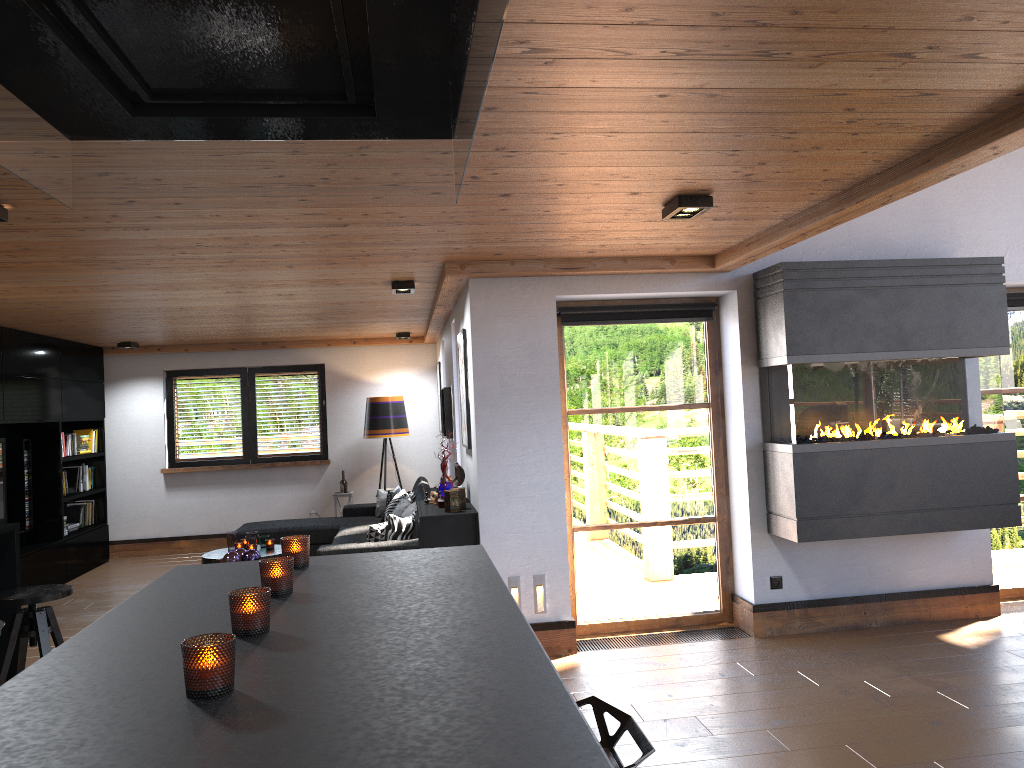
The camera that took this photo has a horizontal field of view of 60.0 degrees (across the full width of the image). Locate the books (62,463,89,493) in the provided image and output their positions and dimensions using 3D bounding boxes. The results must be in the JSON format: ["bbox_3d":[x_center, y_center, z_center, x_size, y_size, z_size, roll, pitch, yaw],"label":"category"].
[{"bbox_3d":[-4.667,1.000,9.394,0.222,0.296,0.343,-2,-2,-7],"label":"books"}]

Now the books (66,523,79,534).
[{"bbox_3d":[-4.634,1.496,9.156,0.210,0.073,0.265,-3,-1,-4],"label":"books"}]

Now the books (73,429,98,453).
[{"bbox_3d":[-4.698,0.634,9.774,0.213,0.261,0.209,-2,-2,-8],"label":"books"}]

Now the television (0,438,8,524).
[{"bbox_3d":[-4.479,0.871,7.323,0.051,0.813,1.248,-2,-2,-7],"label":"television"}]

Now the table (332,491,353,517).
[{"bbox_3d":[-1.933,1.554,10.199,0.227,0.609,0.224,-2,-2,-8],"label":"table"}]

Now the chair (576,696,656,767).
[{"bbox_3d":[0.061,1.140,1.813,0.470,0.840,0.537,-2,-2,-7],"label":"chair"}]

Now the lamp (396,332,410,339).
[{"bbox_3d":[-1.226,-0.547,9.973,0.156,0.068,0.260,-3,-1,-7],"label":"lamp"}]

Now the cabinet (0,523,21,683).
[{"bbox_3d":[-2.793,1.251,4.014,0.431,1.010,1.619,-2,-2,-7],"label":"cabinet"}]

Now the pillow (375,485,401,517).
[{"bbox_3d":[-1.248,1.224,9.140,0.219,0.347,0.561,-2,-2,-27],"label":"pillow"}]

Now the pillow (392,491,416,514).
[{"bbox_3d":[-1.002,1.188,8.033,0.276,0.356,0.725,-2,-2,-7],"label":"pillow"}]

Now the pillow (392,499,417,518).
[{"bbox_3d":[-0.910,1.154,7.394,0.285,0.328,0.722,-2,-2,-18],"label":"pillow"}]

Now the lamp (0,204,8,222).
[{"bbox_3d":[-2.023,-0.666,3.319,0.156,0.068,0.260,-3,-1,-7],"label":"lamp"}]

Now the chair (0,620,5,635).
[{"bbox_3d":[-2.363,1.381,3.700,0.442,0.717,0.440,-3,-2,-4],"label":"chair"}]

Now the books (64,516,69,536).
[{"bbox_3d":[-4.585,1.429,8.807,0.259,0.188,0.302,-3,-2,-1],"label":"books"}]

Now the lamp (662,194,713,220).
[{"bbox_3d":[0.771,-0.785,3.911,0.156,0.068,0.260,-3,-1,-7],"label":"lamp"}]

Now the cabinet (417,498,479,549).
[{"bbox_3d":[-0.432,1.042,5.851,0.359,0.468,0.951,-2,-2,-7],"label":"cabinet"}]

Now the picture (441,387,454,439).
[{"bbox_3d":[-0.587,0.260,8.001,0.066,0.451,0.556,-2,-2,-7],"label":"picture"}]

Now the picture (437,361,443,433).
[{"bbox_3d":[-0.804,0.153,9.891,0.020,0.782,0.560,-2,-2,-7],"label":"picture"}]

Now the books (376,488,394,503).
[{"bbox_3d":[-1.398,1.270,10.041,0.222,0.159,0.253,-1,-2,-41],"label":"books"}]

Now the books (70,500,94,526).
[{"bbox_3d":[-4.717,1.419,9.717,0.213,0.261,0.251,-2,-2,-8],"label":"books"}]

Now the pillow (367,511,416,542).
[{"bbox_3d":[-0.907,1.164,6.862,0.296,0.346,0.542,-4,-2,43],"label":"pillow"}]

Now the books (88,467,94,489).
[{"bbox_3d":[-4.718,1.041,9.712,0.190,0.238,0.288,-2,-2,-9],"label":"books"}]

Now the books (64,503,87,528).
[{"bbox_3d":[-4.692,1.416,9.510,0.208,0.256,0.244,-2,-2,-9],"label":"books"}]

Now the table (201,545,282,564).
[{"bbox_3d":[-2.113,1.594,7.152,0.899,0.372,1.518,-3,-1,-7],"label":"table"}]

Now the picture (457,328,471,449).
[{"bbox_3d":[-0.327,0.039,6.007,0.020,0.782,0.560,-2,-2,-7],"label":"picture"}]

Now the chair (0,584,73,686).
[{"bbox_3d":[-2.378,1.396,4.408,0.394,0.721,0.391,-2,-2,-8],"label":"chair"}]

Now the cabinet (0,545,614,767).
[{"bbox_3d":[-0.211,0.985,0.220,0.892,1.104,4.783,-2,-1,-7],"label":"cabinet"}]

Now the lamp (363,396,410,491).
[{"bbox_3d":[-0.921,0.977,10.331,1.646,1.699,0.518,-2,-2,-30],"label":"lamp"}]

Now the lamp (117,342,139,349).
[{"bbox_3d":[-4.132,-0.420,9.542,0.156,0.068,0.260,-3,-1,-7],"label":"lamp"}]

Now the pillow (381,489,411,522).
[{"bbox_3d":[-1.112,1.211,8.653,0.313,0.364,0.664,-2,-2,-12],"label":"pillow"}]

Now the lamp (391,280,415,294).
[{"bbox_3d":[-0.741,-0.663,6.034,0.156,0.068,0.260,-3,-1,-7],"label":"lamp"}]
